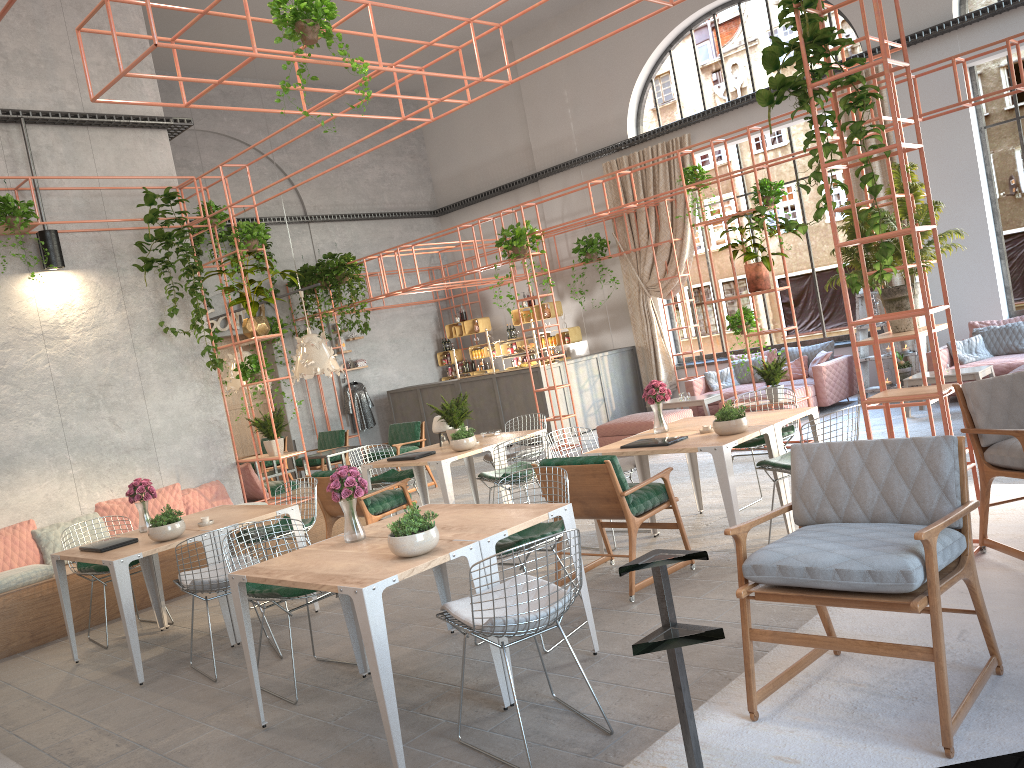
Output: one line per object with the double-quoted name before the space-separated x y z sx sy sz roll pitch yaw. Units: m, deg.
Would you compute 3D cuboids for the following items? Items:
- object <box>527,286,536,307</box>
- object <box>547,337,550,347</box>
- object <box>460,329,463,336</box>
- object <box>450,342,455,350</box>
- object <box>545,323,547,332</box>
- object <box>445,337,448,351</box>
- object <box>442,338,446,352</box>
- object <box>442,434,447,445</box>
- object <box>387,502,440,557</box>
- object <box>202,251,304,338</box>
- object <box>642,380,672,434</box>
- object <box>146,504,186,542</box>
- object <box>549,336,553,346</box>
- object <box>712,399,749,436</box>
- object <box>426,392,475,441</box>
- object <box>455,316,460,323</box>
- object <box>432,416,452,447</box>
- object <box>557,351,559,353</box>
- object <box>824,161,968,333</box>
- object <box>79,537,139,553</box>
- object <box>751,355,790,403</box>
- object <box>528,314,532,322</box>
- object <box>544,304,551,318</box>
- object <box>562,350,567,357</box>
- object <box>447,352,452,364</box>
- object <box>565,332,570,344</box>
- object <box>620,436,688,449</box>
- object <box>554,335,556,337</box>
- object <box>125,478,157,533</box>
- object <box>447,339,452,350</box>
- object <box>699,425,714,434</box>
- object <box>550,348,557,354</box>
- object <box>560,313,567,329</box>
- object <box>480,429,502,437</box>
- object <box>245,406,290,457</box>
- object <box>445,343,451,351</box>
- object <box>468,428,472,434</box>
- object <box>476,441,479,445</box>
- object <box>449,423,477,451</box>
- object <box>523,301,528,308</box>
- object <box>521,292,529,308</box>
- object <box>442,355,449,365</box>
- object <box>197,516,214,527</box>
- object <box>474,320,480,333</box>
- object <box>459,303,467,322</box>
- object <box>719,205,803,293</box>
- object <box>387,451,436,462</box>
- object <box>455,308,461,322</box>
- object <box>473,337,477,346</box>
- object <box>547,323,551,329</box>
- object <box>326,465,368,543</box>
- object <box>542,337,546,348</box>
"object" 0.348 -1.647 16.624 0.134 0.386 0.134 -9 3 34
"object" 0.702 -0.788 16.479 0.069 0.191 0.069 -11 3 -6
"object" -0.993 -1.045 17.919 0.141 0.142 0.123 -8 4 45
"object" -1.225 -0.780 18.367 0.115 0.147 0.115 -11 3 0
"object" 0.620 -1.036 16.331 0.083 0.159 0.083 -11 3 0
"object" -1.361 -0.828 18.390 0.066 0.291 0.066 -13 4 -39
"object" -1.414 -0.815 18.335 0.066 0.291 0.066 -10 3 15
"object" -0.622 0.521 9.014 0.210 0.154 0.165 -9 3 35
"object" -0.477 0.687 4.203 0.252 0.247 0.247 -8 4 45
"object" -2.686 -0.965 9.298 0.934 0.947 0.903 -10 3 6
"object" 1.139 0.172 6.889 0.225 0.414 0.213 -9 4 37
"object" -2.397 0.956 6.130 0.254 0.247 0.248 -8 4 45
"object" 0.713 -0.779 16.257 0.069 0.191 0.069 -11 3 -10
"object" 1.513 0.234 6.180 0.252 0.247 0.247 -8 4 45
"object" -0.551 0.338 8.559 0.368 0.527 0.438 -8 4 45
"object" -1.095 -1.302 17.905 0.088 0.123 0.088 -10 3 11
"object" -0.671 0.466 8.859 0.241 0.313 0.241 -11 3 0
"object" 0.878 -0.543 16.462 0.073 0.131 0.073 -10 3 16
"object" 2.548 -0.897 5.916 0.894 1.100 0.900 -12 3 -16
"object" -2.887 1.148 6.346 0.427 0.031 0.268 -8 4 45
"object" 2.939 -0.061 9.973 0.368 0.527 0.438 -8 4 45
"object" 0.356 -1.234 16.566 0.141 0.142 0.123 -8 4 45
"object" 0.654 -1.340 16.339 0.137 0.261 0.137 -11 3 -9
"object" 0.971 -0.556 16.369 0.073 0.131 0.073 -9 4 38
"object" -1.279 -0.534 18.269 0.094 0.248 0.072 -8 4 45
"object" 1.021 -0.833 16.005 0.131 0.207 0.131 -11 3 0
"object" 1.024 0.426 6.395 0.427 0.031 0.268 -8 4 45
"object" 0.817 -0.804 16.364 0.069 0.191 0.069 -10 3 17
"object" -2.801 0.917 6.745 0.225 0.414 0.213 -9 4 37
"object" -1.304 -0.842 18.446 0.066 0.291 0.066 -11 3 -5
"object" 1.420 0.324 6.458 0.115 0.073 0.115 -9 4 39
"object" 0.764 -0.611 16.364 0.115 0.107 0.115 -10 3 11
"object" 0.943 -1.147 16.167 0.075 0.273 0.075 -9 3 34
"object" -0.211 0.499 8.961 0.218 0.041 0.218 -13 3 -37
"object" -2.540 0.500 9.355 0.368 0.527 0.438 -8 4 45
"object" -1.315 -0.758 18.274 0.115 0.147 0.115 -11 3 0
"object" -0.445 0.507 8.888 0.095 0.119 0.095 -12 3 -21
"object" -0.370 0.545 8.431 0.115 0.078 0.115 -13 4 -39
"object" -0.459 0.487 8.128 0.254 0.247 0.248 -8 4 45
"object" 0.253 -1.491 16.551 0.088 0.123 0.088 -10 3 11
"object" 0.246 -1.593 16.787 0.134 0.301 0.134 -9 3 34
"object" -1.376 -0.496 18.390 0.131 0.207 0.131 -11 3 0
"object" -2.247 0.999 6.496 0.115 0.078 0.115 -13 4 -39
"object" -0.694 -1.151 17.693 0.137 0.261 0.137 -11 3 -9
"object" -1.001 -1.457 17.977 0.134 0.386 0.134 -11 3 -11
"object" 2.777 -1.520 9.889 0.923 0.946 0.924 -10 3 11
"object" -0.948 0.679 8.344 0.427 0.031 0.268 -8 4 45
"object" -1.103 -1.403 18.140 0.134 0.301 0.134 -9 3 34
"object" -0.729 -0.847 17.684 0.083 0.159 0.083 -13 3 -36
"object" 0.684 -1.045 16.267 0.083 0.159 0.083 -11 3 0
"object" -0.876 0.647 4.814 0.225 0.414 0.213 -9 4 37
"object" 0.598 -0.763 16.372 0.069 0.191 0.069 -13 3 -33
